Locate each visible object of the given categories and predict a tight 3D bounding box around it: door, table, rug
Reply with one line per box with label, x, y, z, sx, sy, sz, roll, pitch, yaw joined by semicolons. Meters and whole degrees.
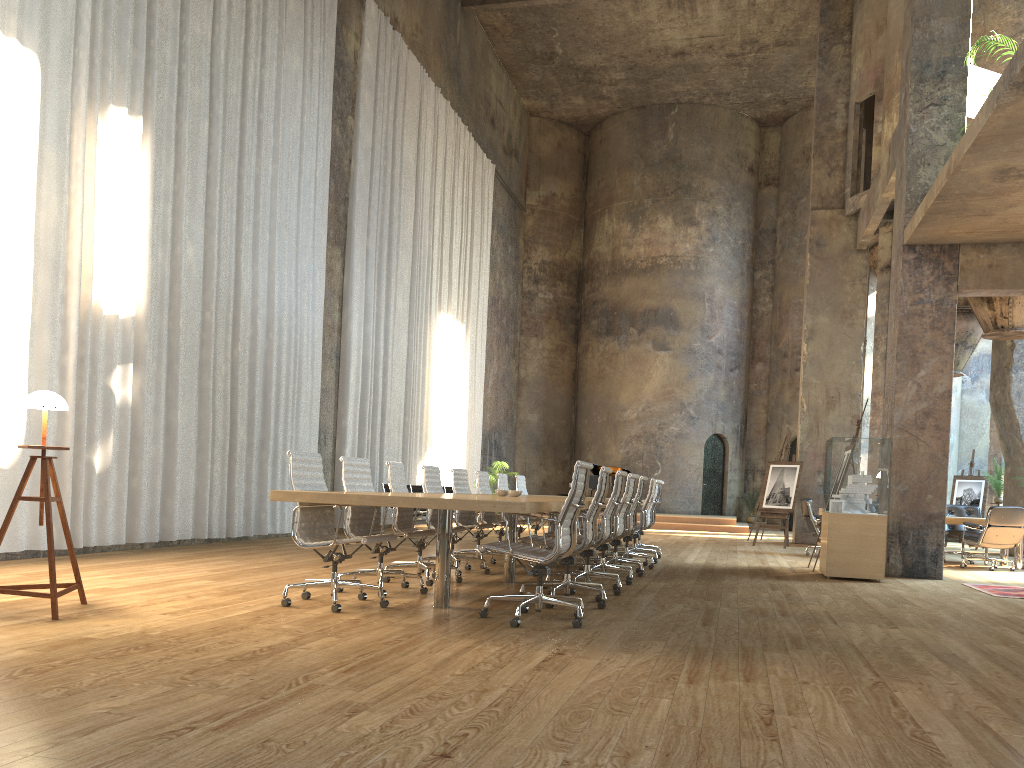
door;5.601;2.533;24.619;0.905;2.294;0.091;3;1;-28
table;6.314;2.312;13.027;2.407;0.699;1.111;1;-5;14
rug;5.975;2.130;8.745;2.459;0.009;1.354;1;-7;14
door;7.881;2.729;24.029;0.111;2.629;0.900;2;0;-33
table;0.238;1.523;8.886;1.599;0.756;7.759;1;-7;14

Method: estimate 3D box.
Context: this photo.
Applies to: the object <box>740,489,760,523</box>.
object;6.808;3.427;24.744;0.911;0.989;0.912;1;-3;26

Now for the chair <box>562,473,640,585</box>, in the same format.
chair;0.841;1.344;8.256;0.698;1.024;0.668;2;-2;23

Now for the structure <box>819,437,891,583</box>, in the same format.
structure;3.815;1.398;9.816;0.593;1.546;0.745;2;-1;14

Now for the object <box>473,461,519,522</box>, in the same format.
object;-0.366;2.517;20.325;1.091;1.455;1.133;2;-2;5

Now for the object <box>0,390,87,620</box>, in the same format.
object;-2.670;0.680;5.040;0.660;1.296;0.569;3;-1;-42

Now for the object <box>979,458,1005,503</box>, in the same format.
object;9.684;1.911;17.511;0.686;0.938;0.863;1;-3;35

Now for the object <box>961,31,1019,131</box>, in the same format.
object;5.520;-2.759;9.306;1.399;1.807;1.362;2;-2;20

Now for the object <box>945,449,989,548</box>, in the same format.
object;9.711;2.440;18.669;0.699;2.145;0.686;3;0;43

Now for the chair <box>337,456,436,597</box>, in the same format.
chair;-0.969;1.087;6.769;0.698;1.024;0.668;2;-2;23

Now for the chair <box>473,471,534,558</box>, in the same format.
chair;-0.097;1.538;10.231;0.698;1.024;0.668;2;-2;20

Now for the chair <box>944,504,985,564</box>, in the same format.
chair;7.002;2.320;13.637;0.728;0.891;0.825;2;-3;15

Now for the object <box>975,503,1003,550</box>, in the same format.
object;9.691;2.857;17.487;0.658;0.971;0.572;2;-1;9

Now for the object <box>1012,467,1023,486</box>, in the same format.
object;9.056;1.600;15.131;0.857;0.939;0.691;2;-2;17

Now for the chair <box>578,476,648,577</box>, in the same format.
chair;1.061;1.455;9.109;0.698;1.024;0.668;2;-2;20

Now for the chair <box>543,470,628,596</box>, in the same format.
chair;0.621;1.230;7.384;0.698;1.024;0.668;2;-2;20

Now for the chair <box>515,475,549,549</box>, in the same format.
chair;3.097;1.809;11.281;12.936;1.029;31.687;1;-7;14

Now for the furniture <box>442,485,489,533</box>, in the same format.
furniture;-0.905;2.379;16.823;0.707;0.839;1.882;2;-5;15

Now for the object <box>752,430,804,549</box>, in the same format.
object;4.835;1.875;15.718;0.686;2.145;0.699;2;0;-44

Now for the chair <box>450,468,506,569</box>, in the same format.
chair;-0.317;1.425;9.359;0.698;1.024;0.668;2;-2;23

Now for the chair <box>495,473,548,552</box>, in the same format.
chair;0.128;1.654;11.121;0.698;1.024;0.668;2;-1;18

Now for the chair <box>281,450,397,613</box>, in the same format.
chair;-1.154;0.978;5.924;0.698;1.024;0.668;2;-2;20

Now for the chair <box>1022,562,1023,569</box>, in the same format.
chair;7.760;2.236;12.655;0.820;0.891;0.733;2;-2;9

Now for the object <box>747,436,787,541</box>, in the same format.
object;5.200;2.112;17.576;0.682;2.145;0.703;3;0;40

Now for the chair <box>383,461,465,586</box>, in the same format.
chair;-0.757;1.195;7.599;0.698;1.024;0.668;2;-1;14

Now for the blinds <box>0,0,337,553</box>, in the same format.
blinds;-3.712;-2.601;9.373;0.274;8.632;7.864;3;-2;16

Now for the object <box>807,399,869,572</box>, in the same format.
object;4.027;1.239;10.681;0.684;2.145;0.702;3;0;13

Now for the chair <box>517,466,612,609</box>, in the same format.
chair;0.396;1.114;6.494;0.698;1.024;0.668;2;-1;18

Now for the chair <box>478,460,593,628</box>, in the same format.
chair;0.160;0.994;5.575;0.698;1.024;0.668;2;-2;20

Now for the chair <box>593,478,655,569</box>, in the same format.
chair;1.298;1.573;10.012;0.698;1.024;0.668;2;-1;14

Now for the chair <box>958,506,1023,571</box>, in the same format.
chair;6.641;2.137;12.231;0.730;0.891;0.823;3;-3;-12

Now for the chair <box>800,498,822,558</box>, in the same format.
chair;4.817;2.199;13.421;0.820;0.891;0.733;2;-2;11

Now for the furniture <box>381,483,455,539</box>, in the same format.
furniture;-1.495;2.078;14.507;0.707;0.839;1.882;2;-5;15

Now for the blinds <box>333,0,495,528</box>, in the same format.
blinds;-1.575;-1.508;17.754;0.274;8.632;7.864;3;-2;16

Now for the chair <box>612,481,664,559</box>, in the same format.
chair;1.680;1.790;11.691;0.698;1.024;0.668;2;-2;20

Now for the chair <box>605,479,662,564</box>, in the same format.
chair;1.501;1.681;10.844;0.698;1.024;0.668;2;-2;23

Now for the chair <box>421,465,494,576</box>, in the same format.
chair;-0.537;1.313;8.506;0.698;1.024;0.668;2;-2;20

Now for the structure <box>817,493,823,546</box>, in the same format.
structure;6.051;2.515;16.132;0.742;1.013;0.738;2;-2;14
